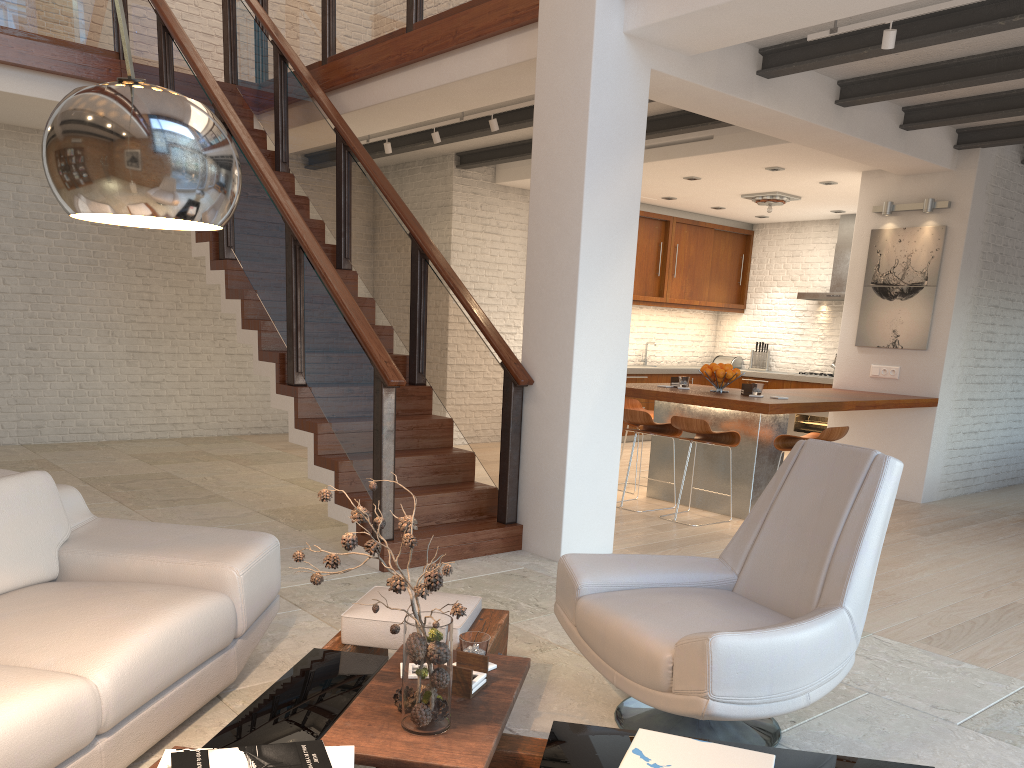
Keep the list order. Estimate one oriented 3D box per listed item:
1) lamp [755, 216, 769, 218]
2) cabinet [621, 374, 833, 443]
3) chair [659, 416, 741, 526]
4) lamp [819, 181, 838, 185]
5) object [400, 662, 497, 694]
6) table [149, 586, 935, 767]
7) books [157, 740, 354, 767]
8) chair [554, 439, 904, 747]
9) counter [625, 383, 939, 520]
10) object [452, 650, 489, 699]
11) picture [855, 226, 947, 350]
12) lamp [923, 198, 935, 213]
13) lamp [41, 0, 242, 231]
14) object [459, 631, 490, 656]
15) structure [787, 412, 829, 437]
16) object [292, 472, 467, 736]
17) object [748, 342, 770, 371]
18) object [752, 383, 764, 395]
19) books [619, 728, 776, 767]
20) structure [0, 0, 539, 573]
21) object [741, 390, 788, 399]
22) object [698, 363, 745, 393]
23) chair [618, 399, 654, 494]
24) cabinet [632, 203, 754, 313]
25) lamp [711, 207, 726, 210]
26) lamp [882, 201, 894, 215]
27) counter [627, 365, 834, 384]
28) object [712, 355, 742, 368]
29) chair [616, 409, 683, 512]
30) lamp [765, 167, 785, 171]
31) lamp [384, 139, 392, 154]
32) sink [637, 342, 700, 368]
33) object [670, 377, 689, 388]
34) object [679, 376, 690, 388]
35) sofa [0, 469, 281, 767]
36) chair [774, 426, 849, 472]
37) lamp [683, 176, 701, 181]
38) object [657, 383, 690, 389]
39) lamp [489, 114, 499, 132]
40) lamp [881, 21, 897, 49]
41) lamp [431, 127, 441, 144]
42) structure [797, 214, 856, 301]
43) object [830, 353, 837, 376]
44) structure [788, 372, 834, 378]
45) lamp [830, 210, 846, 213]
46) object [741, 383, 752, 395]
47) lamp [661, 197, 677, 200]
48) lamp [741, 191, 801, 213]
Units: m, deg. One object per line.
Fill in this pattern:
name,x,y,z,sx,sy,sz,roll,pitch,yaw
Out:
lamp,3.128,-2.108,10.899,0.123,0.057,0.121,-2,7,-40
cabinet,2.849,-0.625,10.424,4.763,2.929,2.201,4,10,13
chair,1.374,0.627,6.458,0.418,0.800,0.394,-7,15,-39
lamp,3.027,-1.938,8.328,0.123,0.057,0.121,-2,7,-40
object,-0.185,0.800,2.469,0.269,0.036,0.243,4,4,21
table,0.025,1.033,2.068,1.965,0.443,2.148,4,4,11
books,-0.520,0.811,1.762,0.401,0.077,0.243,2,5,-8
chair,0.788,0.714,3.049,0.970,1.049,0.996,-1,10,-24
counter,2.128,0.523,7.390,2.477,0.950,1.649,-2,8,-40
object,-0.130,0.786,2.363,0.093,0.085,0.112,6,8,21
picture,3.362,-0.827,7.578,0.020,1.049,0.639,-9,16,-40
lamp,3.465,-1.483,7.249,0.080,0.108,0.077,1,11,-12
lamp,-0.604,0.108,0.792,0.320,2.425,1.963,2,10,-4
object,-0.109,0.764,2.500,0.091,0.087,0.088,4,9,9
structure,3.842,0.455,10.868,0.496,0.596,0.654,-5,12,-40
object,-0.313,0.524,2.132,0.538,0.627,0.307,6,12,20
object,3.342,-0.375,11.743,0.066,0.387,0.314,-9,15,-40
object,1.825,0.040,6.488,0.091,0.087,0.088,-1,10,-25
books,0.423,0.895,1.997,0.324,0.058,0.249,4,5,20
structure,0.347,-1.106,5.603,13.749,4.275,9.938,-1,7,-40
object,1.852,0.077,6.515,0.197,0.036,0.386,0,5,-37
object,1.633,-0.050,6.819,0.364,0.229,0.354,5,7,15
chair,1.082,0.534,7.605,0.400,0.800,0.412,-7,15,-39
cabinet,1.801,-1.565,10.909,3.316,1.203,0.449,-1,12,-39
lamp,2.447,-2.104,10.336,0.123,0.057,0.121,-2,7,-40
lamp,3.237,-1.512,7.511,0.080,0.108,0.077,1,11,-12
counter,2.721,-0.068,10.120,3.307,0.072,3.448,0,5,-40
object,2.984,-0.308,12.104,0.248,0.164,0.337,-3,8,-40
chair,1.028,0.583,6.854,0.418,0.800,0.394,-7,15,-39
lamp,2.344,-1.934,7.764,0.123,0.057,0.121,-2,7,-40
lamp,-1.078,-2.059,7.574,0.059,0.133,0.084,7,12,19
sink,2.085,-0.316,11.385,0.851,0.443,0.505,-2,9,-40
object,1.372,-0.013,7.130,0.093,0.085,0.112,-4,10,-40
object,1.377,-0.016,6.983,0.090,0.087,0.089,-5,12,-43
sofa,-1.653,0.757,2.424,1.141,0.779,2.268,4,5,10
chair,2.176,0.674,6.353,0.400,0.800,0.412,-7,15,-39
lamp,1.748,-2.010,8.447,0.123,0.057,0.121,-2,7,-40
object,1.354,0.014,7.071,0.204,0.036,0.281,-1,5,-40
lamp,-0.134,-1.939,6.498,0.085,0.133,0.059,-6,15,-37
lamp,1.835,-1.687,4.241,0.059,0.133,0.084,7,12,19
lamp,-0.612,-2.000,7.045,0.085,0.133,0.059,-6,15,-37
structure,4.047,-1.513,10.476,0.453,1.025,0.963,-8,14,-40
object,4.015,-0.235,10.498,0.262,0.284,0.254,0,10,-19
structure,3.925,-0.104,10.779,0.585,0.033,0.794,-1,5,-41
lamp,3.793,-2.023,10.138,0.123,0.057,0.121,-2,7,-40
object,1.802,0.043,6.630,0.094,0.085,0.111,3,8,5
lamp,1.764,-2.100,9.773,0.123,0.057,0.121,-2,7,-40
lamp,2.759,-1.918,9.313,0.447,0.176,0.441,-2,7,-40
